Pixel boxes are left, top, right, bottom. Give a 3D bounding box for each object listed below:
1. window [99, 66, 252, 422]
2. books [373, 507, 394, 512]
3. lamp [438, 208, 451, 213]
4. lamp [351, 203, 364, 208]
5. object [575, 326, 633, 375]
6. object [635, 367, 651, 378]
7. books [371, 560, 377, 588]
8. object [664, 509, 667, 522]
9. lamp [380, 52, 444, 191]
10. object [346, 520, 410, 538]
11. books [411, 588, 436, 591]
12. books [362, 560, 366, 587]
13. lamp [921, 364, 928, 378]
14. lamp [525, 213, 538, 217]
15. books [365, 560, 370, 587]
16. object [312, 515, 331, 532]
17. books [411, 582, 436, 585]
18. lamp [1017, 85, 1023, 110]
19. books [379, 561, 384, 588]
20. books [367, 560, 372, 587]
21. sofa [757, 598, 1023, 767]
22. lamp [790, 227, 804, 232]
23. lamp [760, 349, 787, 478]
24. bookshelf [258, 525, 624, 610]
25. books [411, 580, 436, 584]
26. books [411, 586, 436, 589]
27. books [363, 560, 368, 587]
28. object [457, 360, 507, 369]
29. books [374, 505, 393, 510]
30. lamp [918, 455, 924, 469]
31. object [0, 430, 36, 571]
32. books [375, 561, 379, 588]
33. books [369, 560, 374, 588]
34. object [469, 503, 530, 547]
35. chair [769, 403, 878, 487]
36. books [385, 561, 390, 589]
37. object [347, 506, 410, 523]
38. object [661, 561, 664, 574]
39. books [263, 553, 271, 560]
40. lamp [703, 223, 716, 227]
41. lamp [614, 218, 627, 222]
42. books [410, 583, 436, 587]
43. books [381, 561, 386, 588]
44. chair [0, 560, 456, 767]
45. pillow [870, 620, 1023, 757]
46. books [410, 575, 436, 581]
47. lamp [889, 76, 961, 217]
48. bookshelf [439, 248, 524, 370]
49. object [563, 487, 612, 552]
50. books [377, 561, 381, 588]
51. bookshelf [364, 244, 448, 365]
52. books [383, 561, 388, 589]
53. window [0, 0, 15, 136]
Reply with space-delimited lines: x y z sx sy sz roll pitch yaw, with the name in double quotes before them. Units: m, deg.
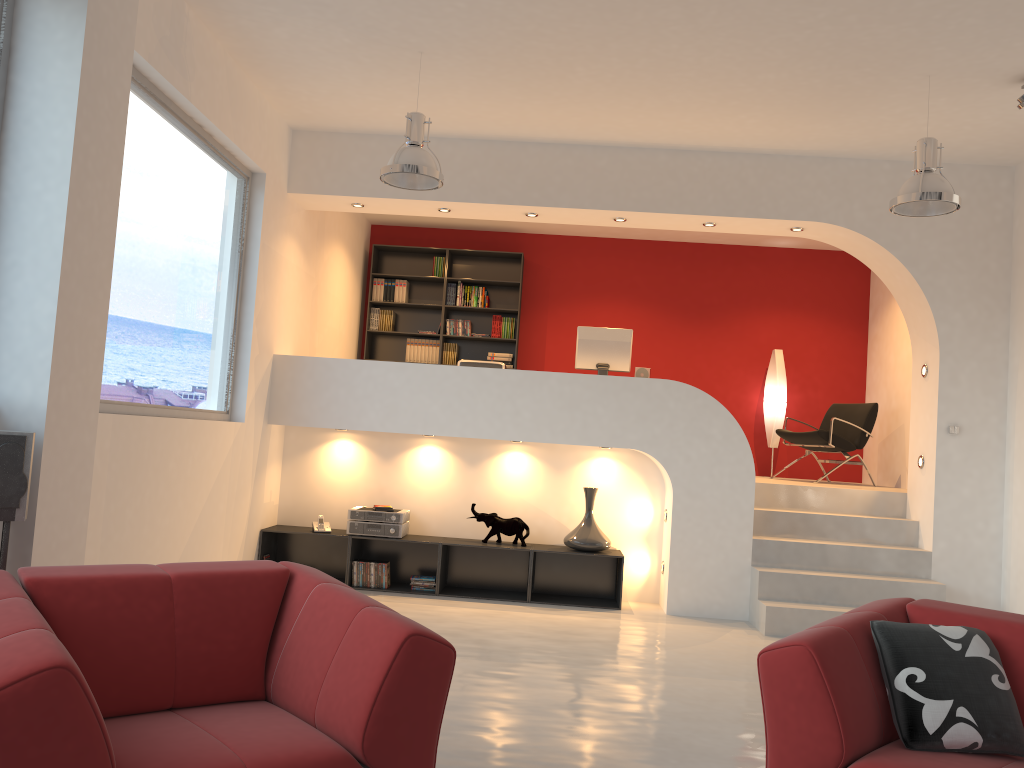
"window" -2.038 -0.712 5.148 0.100 1.800 2.400 4 -4 3
"books" -1.002 0.976 6.903 0.135 0.015 0.190 5 -4 -17
"lamp" -0.541 -1.386 7.079 0.105 0.011 0.105 4 -4 -8
"lamp" -1.238 -1.431 7.115 0.105 0.011 0.105 3 -4 7
"object" 0.757 -0.238 7.348 0.458 0.452 0.230 4 -4 3
"object" 1.078 -0.062 7.372 0.133 0.147 0.151 5 -4 -14
"books" -1.062 1.462 6.828 0.031 0.190 0.135 4 -4 3
"object" 1.195 1.025 6.903 0.011 0.105 0.105 4 -4 3
"lamp" -0.574 -1.610 5.333 0.379 0.800 0.379 6 -4 -26
"object" -1.043 1.119 6.920 0.430 0.100 0.365 4 -4 3
"books" -0.679 1.577 6.853 0.190 0.015 0.135 4 -4 -2
"books" -1.137 1.457 6.832 0.031 0.190 0.135 4 -4 3
"lamp" 3.170 -0.101 6.819 0.011 0.105 0.105 4 -4 3
"lamp" 0.157 -1.341 7.043 0.105 0.011 0.105 4 -4 -8
"books" -1.107 1.459 6.831 0.031 0.190 0.135 4 -4 3
"object" -1.471 1.078 6.864 0.130 0.117 0.146 5 -4 -22
"books" -0.674 1.532 6.856 0.190 0.015 0.135 4 -4 3
"lamp" 2.999 -1.687 5.159 0.118 0.176 0.112 7 -5 -45
"books" -1.002 1.466 6.825 0.031 0.190 0.135 4 -4 3
"books" -1.092 1.460 6.830 0.031 0.190 0.135 4 -4 3
"sofa" 1.668 1.102 2.366 1.929 0.738 0.951 1 -5 43
"lamp" 2.231 -1.207 6.937 0.105 0.011 0.105 4 -4 -8
"lamp" 2.773 0.310 9.367 0.237 1.349 0.237 3 -4 11
"bookshelf" -0.542 1.410 6.880 2.764 0.397 0.405 4 -4 3
"books" -0.677 1.517 6.850 0.190 0.015 0.135 4 -4 3
"books" -0.672 1.563 6.854 0.190 0.015 0.135 4 -4 3
"books" -1.122 1.458 6.831 0.031 0.190 0.135 4 -4 3
"object" -0.247 -0.072 7.465 0.397 0.217 0.458 4 -4 3
"books" -1.004 0.961 6.913 0.135 0.015 0.190 5 -4 -12
"lamp" 3.123 0.596 6.774 0.011 0.105 0.105 4 -4 3
"object" -1.910 0.729 3.278 0.214 1.112 0.229 6 -4 -32
"books" -1.032 1.464 6.827 0.031 0.190 0.135 4 -4 3
"books" -1.077 1.461 6.829 0.031 0.190 0.135 4 -4 3
"object" -0.104 1.093 6.905 0.507 0.296 0.191 3 -4 18
"chair" 3.017 0.552 8.555 0.768 0.795 0.664 5 -4 -22
"books" -0.957 1.468 6.823 0.031 0.190 0.135 4 -4 3
"object" -1.036 1.022 6.934 0.430 0.077 0.349 4 -4 3
"object" 1.168 1.423 6.878 0.011 0.105 0.105 4 -4 3
"books" -1.886 1.414 6.870 0.063 0.187 0.135 4 -4 3
"lamp" 1.552 -1.251 6.971 0.105 0.011 0.105 4 -4 -8
"lamp" 0.855 -1.296 7.007 0.105 0.011 0.105 4 -4 -8
"books" -0.681 1.547 6.855 0.190 0.015 0.135 3 -4 8
"books" -0.987 1.466 6.824 0.031 0.190 0.135 4 -4 3
"chair" -0.888 0.933 2.445 1.288 0.738 0.951 7 -5 -37
"pillow" 1.330 0.923 2.710 0.402 0.343 0.288 4 -4 -5
"books" -0.686 1.502 6.858 0.190 0.015 0.135 4 -4 -2
"lamp" 2.425 -1.416 5.179 0.379 0.800 0.379 6 -4 -26
"bookshelf" -0.353 -0.321 9.599 0.816 2.213 0.305 4 -4 3
"object" 0.594 1.044 6.851 0.369 0.481 0.369 6 -4 -32
"books" -1.017 1.465 6.826 0.031 0.190 0.135 4 -4 3
"bookshelf" -1.166 -0.374 9.641 0.816 2.213 0.305 4 -4 3
"books" -0.972 1.467 6.824 0.031 0.190 0.135 4 -4 3
"window" -2.170 -0.898 2.357 0.100 1.800 2.400 4 -4 3
